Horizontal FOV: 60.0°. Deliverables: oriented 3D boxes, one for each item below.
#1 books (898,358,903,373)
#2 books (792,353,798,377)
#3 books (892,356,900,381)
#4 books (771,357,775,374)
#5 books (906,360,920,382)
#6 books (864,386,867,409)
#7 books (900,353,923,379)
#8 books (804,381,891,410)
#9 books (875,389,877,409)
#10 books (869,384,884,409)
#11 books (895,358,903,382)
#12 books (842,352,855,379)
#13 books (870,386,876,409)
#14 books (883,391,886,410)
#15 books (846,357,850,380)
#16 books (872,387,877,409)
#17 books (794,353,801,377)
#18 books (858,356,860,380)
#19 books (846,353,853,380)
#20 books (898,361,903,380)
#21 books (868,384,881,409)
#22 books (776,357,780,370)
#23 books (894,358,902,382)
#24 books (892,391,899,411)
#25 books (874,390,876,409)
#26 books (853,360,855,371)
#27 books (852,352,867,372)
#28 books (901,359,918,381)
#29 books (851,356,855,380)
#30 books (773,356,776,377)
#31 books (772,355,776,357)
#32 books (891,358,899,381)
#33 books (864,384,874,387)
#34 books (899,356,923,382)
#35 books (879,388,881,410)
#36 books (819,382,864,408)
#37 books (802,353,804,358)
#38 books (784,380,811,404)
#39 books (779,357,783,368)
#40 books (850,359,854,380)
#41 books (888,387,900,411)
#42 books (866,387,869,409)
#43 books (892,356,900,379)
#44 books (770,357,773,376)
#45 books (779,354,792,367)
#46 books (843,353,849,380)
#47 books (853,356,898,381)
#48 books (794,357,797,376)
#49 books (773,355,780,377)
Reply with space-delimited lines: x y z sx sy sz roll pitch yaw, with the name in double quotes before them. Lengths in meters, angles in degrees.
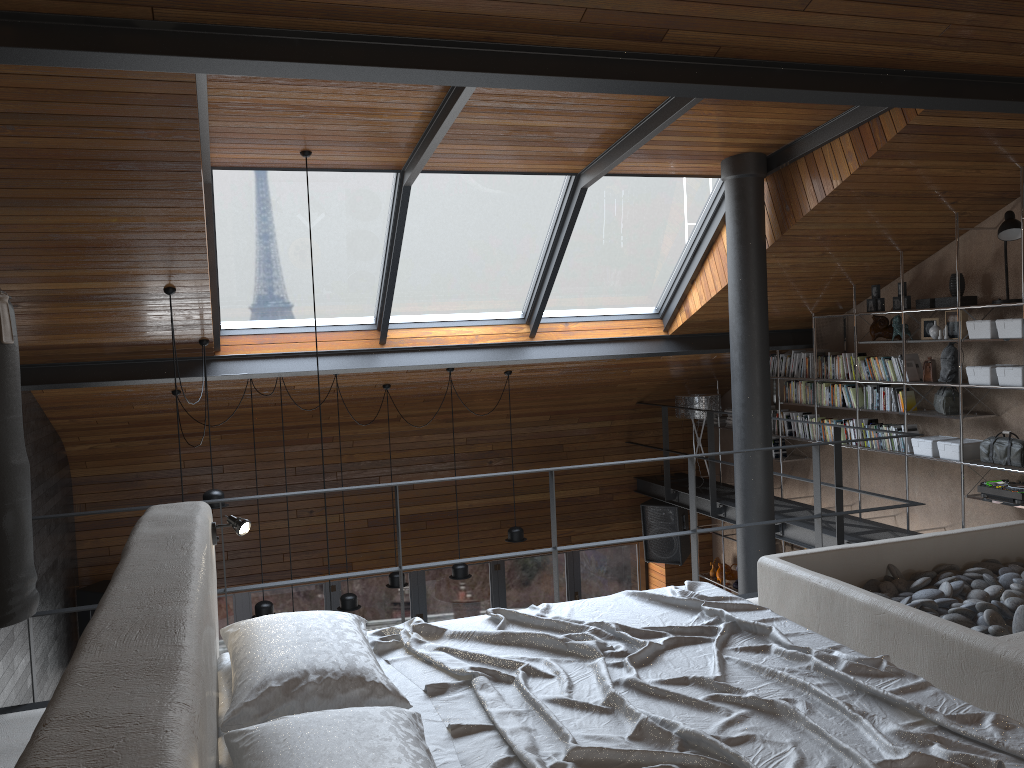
"books" 3.240 -0.122 7.251 0.125 0.200 0.088 -3 3 -18
"books" 2.785 -0.187 8.582 0.148 0.229 0.073 -3 3 -18
"books" 3.233 -0.131 7.323 0.164 0.209 0.084 -4 3 -19
"books" 2.674 -0.177 8.935 0.127 0.197 0.063 -3 3 -18
"books" 3.242 -0.106 7.201 0.112 0.169 0.068 -3 3 -18
"books" 3.118 0.114 7.694 0.148 0.190 0.013 -3 3 -18
"books" 3.268 -0.143 7.236 0.177 0.209 0.082 -4 3 -19
"books" 3.001 0.092 8.022 0.138 0.212 1.040 -3 3 -18
"books" 3.165 0.127 7.570 0.146 0.171 0.018 -3 3 -18
"books" 3.167 0.106 7.654 0.192 0.204 0.012 -3 3 -18
"books" 3.227 -0.120 7.277 0.127 0.192 0.079 -3 3 -18
"books" 3.020 -0.162 7.906 0.143 0.236 0.062 -4 3 -19
"books" 3.149 0.115 7.636 0.148 0.190 0.013 -3 3 -18
"books" 3.191 0.135 7.473 0.143 0.161 0.019 -3 3 -18
"books" 3.036 -0.143 7.856 0.139 0.201 0.057 -4 3 -19
"books" 3.158 0.117 7.608 0.160 0.187 0.021 -3 3 -18
"books" 2.800 -0.186 8.539 0.148 0.229 0.073 -3 3 -18
"books" 3.072 -0.141 7.772 0.137 0.201 0.047 -4 3 -19
"books" 3.029 -0.158 7.826 0.148 0.233 0.053 -3 3 -18
"books" 3.229 -0.106 7.259 0.119 0.166 0.072 -3 3 -18
"books" 3.159 0.104 7.663 0.191 0.207 0.012 -3 3 -18
"books" 2.694 -0.173 8.856 0.111 0.194 0.059 -3 3 -18
"books" 3.217 -0.120 7.285 0.127 0.192 0.079 -3 3 -18
"books" 3.229 0.138 7.352 0.148 0.167 0.053 -3 3 -18
"books" 3.150 0.130 7.579 0.130 0.169 0.010 -3 3 -18
"books" 3.060 -0.131 7.782 0.131 0.180 0.042 -4 3 -19
"books" 3.069 -0.158 7.802 0.148 0.233 0.053 -3 3 -18
"books" 3.244 -0.110 7.213 0.117 0.176 0.074 -3 3 -18
"books" 3.059 -0.144 7.809 0.149 0.205 0.049 -4 3 -19
"books" 2.688 -0.179 8.907 0.125 0.204 0.072 -3 3 -18
"books" 2.694 -0.189 8.961 0.177 0.214 0.064 -3 3 -18
"books" 3.214 -0.122 7.327 0.127 0.192 0.079 -3 3 -18
"books" 3.149 0.102 7.716 0.207 0.207 0.010 -3 3 -18
"books" 3.255 -0.130 7.238 0.161 0.215 0.092 -3 3 -18
"books" 3.176 0.120 7.526 0.129 0.188 0.010 -3 3 -18
"books" 2.989 0.098 7.994 0.139 0.208 0.494 -4 3 -19
"books" 2.841 -0.186 8.511 0.148 0.229 0.073 -3 3 -18
"books" 2.789 0.072 8.615 0.130 0.216 0.311 -4 3 -19
"books" 2.705 -0.171 8.802 0.111 0.194 0.059 -3 3 -18
"books" 3.050 -0.132 7.817 0.131 0.180 0.042 -4 3 -19
"books" 3.214 0.122 7.426 0.148 0.190 0.013 -3 3 -18
"books" 3.142 0.114 7.673 0.169 0.189 0.018 -3 3 -18
"books" 3.237 -0.131 7.314 0.170 0.209 0.082 -4 3 -19
"books" 2.664 -0.177 8.943 0.127 0.197 0.063 -3 3 -18
"books" 2.708 -0.187 8.813 0.122 0.227 0.076 -3 3 -18
"books" 3.013 -0.159 7.872 0.148 0.233 0.053 -3 3 -18
"books" 3.126 -0.132 7.538 0.139 0.206 0.497 -4 3 -19
"books" 2.813 -0.175 8.583 0.164 0.214 0.066 -3 3 -18
"books" 2.704 -0.187 8.890 0.161 0.220 0.074 -3 3 -18
